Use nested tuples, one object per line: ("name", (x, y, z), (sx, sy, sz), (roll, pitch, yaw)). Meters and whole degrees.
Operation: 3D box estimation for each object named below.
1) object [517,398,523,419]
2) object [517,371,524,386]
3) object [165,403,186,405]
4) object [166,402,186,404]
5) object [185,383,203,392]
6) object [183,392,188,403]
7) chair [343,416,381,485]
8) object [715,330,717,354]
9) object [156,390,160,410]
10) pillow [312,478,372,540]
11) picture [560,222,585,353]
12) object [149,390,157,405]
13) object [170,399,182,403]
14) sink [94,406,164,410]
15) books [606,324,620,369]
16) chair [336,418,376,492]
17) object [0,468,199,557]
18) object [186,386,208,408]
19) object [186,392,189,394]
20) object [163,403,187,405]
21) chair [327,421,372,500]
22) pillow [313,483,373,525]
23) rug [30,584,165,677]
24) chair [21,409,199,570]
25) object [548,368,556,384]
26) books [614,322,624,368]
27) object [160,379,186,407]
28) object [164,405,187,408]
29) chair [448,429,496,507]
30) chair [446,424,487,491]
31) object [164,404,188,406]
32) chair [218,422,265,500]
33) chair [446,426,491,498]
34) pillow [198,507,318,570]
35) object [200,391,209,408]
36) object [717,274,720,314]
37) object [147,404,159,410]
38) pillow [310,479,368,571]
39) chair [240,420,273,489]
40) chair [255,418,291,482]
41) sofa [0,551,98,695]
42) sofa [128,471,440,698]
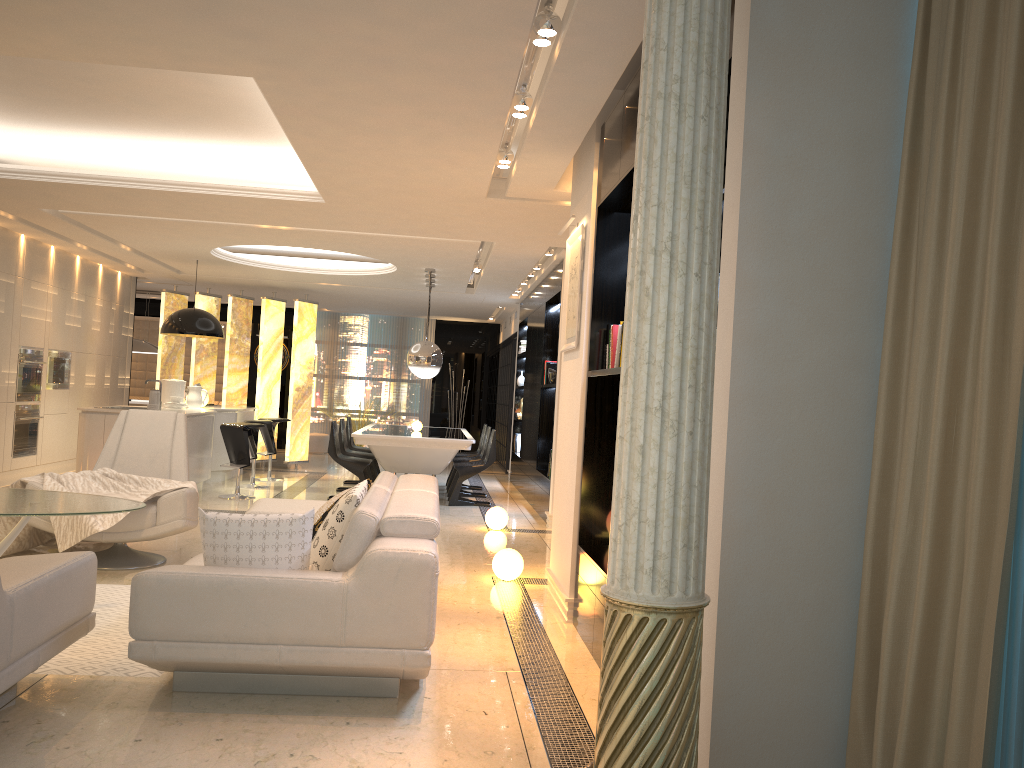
("object", (0.178, 0.342, 12.453), (0.177, 0.311, 0.177), (3, -1, -5))
("object", (0.183, -0.158, 12.837), (0.210, 0.395, 0.180), (3, -1, -2))
("object", (-3.806, 0.233, 10.034), (0.229, 0.016, 0.229), (3, -1, 25))
("object", (-3.805, 0.219, 10.034), (0.229, 0.016, 0.229), (3, -1, 25))
("object", (-4.126, 0.091, 11.498), (0.249, 0.212, 0.256), (3, -1, 30))
("object", (-3.988, 0.184, 10.641), (0.211, 0.174, 0.211), (3, -1, 42))
("chair", (-1.907, 0.863, 11.456), (0.496, 0.858, 0.523), (3, -1, -5))
("object", (0.813, -0.143, 3.506), (0.119, 0.154, 0.119), (3, -1, 5))
("object", (-3.648, 0.159, 9.090), (0.071, 0.219, 0.071), (4, -1, -28))
("pillow", (-0.898, 0.669, 4.498), (0.323, 0.355, 0.524), (3, -1, -4))
("picture", (0.370, -0.566, 5.407), (0.027, 0.729, 0.610), (3, -1, -5))
("object", (-3.638, 0.158, 8.983), (0.071, 0.219, 0.071), (4, -1, -14))
("object", (-3.803, 0.200, 10.035), (0.138, 0.051, 0.138), (3, -1, 43))
("sink", (-3.956, 0.324, 9.208), (0.485, 0.152, 0.738), (3, -1, -5))
("books", (0.629, -0.193, 4.809), (0.208, 0.270, 0.240), (3, -1, -5))
("chair", (-1.833, 0.856, 10.610), (0.496, 0.858, 0.523), (3, -1, -5))
("object", (-2.790, 0.863, 5.917), (1.347, 0.580, 0.972), (3, -1, 32))
("object", (-3.744, 0.156, 10.506), (0.211, 0.254, 0.183), (4, -1, -43))
("object", (-4.124, 0.177, 11.500), (0.266, 0.147, 0.253), (3, -1, 38))
("object", (-3.806, 0.244, 10.034), (0.264, 0.033, 0.264), (4, -1, -36))
("chair", (-1.756, 0.848, 9.746), (0.496, 0.858, 0.523), (3, -1, -5))
("pillow", (-0.950, 0.707, 4.953), (0.351, 0.329, 0.521), (3, -1, -5))
("rug", (-2.956, 1.125, 4.329), (2.900, 0.020, 1.661), (3, -1, -5))
("chair", (-2.578, 0.679, 5.991), (1.027, 0.991, 0.983), (3, -1, -6))
("object", (0.480, -0.075, 9.500), (0.193, 0.177, 0.375), (3, -1, -4))
("books", (0.653, -0.191, 4.578), (0.212, 0.261, 0.210), (3, -1, -5))
("object", (-3.952, 0.104, 10.322), (0.288, 0.330, 0.288), (3, -1, 12))
("object", (-3.807, 0.257, 10.034), (0.264, 0.033, 0.264), (4, -1, -36))
("chair", (-0.449, 0.928, 9.984), (0.496, 0.858, 0.523), (3, -1, -5))
("chair", (-0.595, 0.943, 11.634), (0.496, 0.858, 0.523), (3, -1, -5))
("object", (-3.806, 0.251, 10.034), (0.264, 0.033, 0.264), (4, -1, -36))
("chair", (-2.899, 0.810, 9.432), (0.380, 0.789, 0.380), (3, -1, 28))
("chair", (-0.524, 0.935, 10.830), (0.496, 0.858, 0.523), (3, -1, -5))
("pillow", (-1.044, 0.663, 3.735), (0.521, 0.325, 0.281), (3, -1, 5))
("object", (-3.781, 0.178, 10.730), (0.212, 0.214, 0.213), (4, -1, -44))
("object", (0.820, -0.255, 3.639), (0.181, 0.381, 0.181), (4, -1, -11))
("object", (-3.605, 0.238, 8.901), (0.111, 0.062, 0.111), (3, -1, 16))
("pillow", (-0.814, 0.653, 4.047), (0.255, 0.399, 0.526), (3, -1, -5))
("chair", (-3.027, 0.817, 10.428), (0.380, 0.789, 0.380), (4, -1, -22))
("chair", (-3.061, 0.827, 11.261), (0.380, 0.789, 0.380), (4, -1, -37))
("sofa", (-2.784, 0.743, 2.966), (2.328, 0.754, 1.145), (3, -1, -5))
("sofa", (-0.951, 0.871, 4.430), (1.145, 0.754, 2.328), (3, -1, -5))
